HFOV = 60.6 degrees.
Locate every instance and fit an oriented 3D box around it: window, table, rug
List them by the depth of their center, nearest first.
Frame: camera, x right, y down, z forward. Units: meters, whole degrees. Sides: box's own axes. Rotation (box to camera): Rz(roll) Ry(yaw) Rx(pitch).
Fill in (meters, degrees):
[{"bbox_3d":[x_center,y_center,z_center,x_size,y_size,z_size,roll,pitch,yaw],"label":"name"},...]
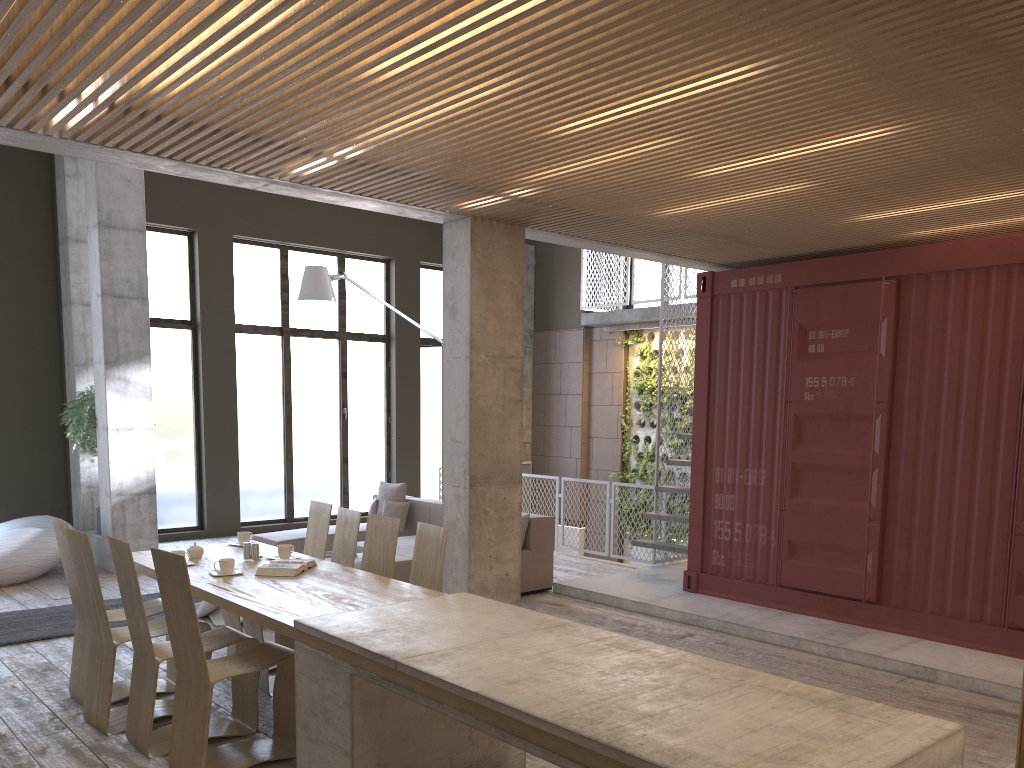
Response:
[{"bbox_3d":[-0.641,1.576,4.464,1.008,0.933,5.160,-2,1,-41],"label":"table"},{"bbox_3d":[-3.579,2.078,8.009,2.909,0.049,1.156,2,-2,-41],"label":"rug"},{"bbox_3d":[2.973,-1.881,11.883,0.109,1.769,3.547,-6,4,-41],"label":"window"},{"bbox_3d":[-4.418,0.000,12.341,9.176,4.224,0.207,1,5,-42],"label":"window"}]

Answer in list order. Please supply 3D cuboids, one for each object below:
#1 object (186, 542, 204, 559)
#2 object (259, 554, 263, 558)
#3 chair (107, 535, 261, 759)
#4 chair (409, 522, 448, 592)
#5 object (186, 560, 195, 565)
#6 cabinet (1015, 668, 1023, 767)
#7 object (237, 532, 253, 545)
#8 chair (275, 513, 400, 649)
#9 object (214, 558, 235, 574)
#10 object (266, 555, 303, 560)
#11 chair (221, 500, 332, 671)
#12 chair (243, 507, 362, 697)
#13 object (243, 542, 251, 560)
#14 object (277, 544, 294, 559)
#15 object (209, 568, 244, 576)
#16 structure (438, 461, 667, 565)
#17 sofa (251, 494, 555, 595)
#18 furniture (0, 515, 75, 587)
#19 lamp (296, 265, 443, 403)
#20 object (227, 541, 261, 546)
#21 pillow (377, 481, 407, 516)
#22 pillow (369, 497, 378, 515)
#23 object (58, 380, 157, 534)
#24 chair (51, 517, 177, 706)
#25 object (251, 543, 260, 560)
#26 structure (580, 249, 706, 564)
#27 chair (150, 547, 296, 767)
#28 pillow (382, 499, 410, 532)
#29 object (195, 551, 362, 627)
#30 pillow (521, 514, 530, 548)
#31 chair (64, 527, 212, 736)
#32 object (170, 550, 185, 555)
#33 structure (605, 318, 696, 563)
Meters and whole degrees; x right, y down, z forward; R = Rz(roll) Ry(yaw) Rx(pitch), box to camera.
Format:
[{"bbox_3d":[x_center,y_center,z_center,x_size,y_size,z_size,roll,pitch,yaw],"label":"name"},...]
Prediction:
[{"bbox_3d":[-2.130,1.119,5.897,0.088,0.113,0.122,4,4,40],"label":"object"},{"bbox_3d":[-1.697,1.156,5.878,0.050,0.019,0.050,0,0,32],"label":"object"},{"bbox_3d":[-1.837,1.437,4.978,0.718,1.211,0.345,-3,7,-41],"label":"chair"},{"bbox_3d":[-0.779,1.456,5.231,0.719,1.211,0.345,-3,7,-36],"label":"chair"},{"bbox_3d":[-2.150,1.158,5.634,0.185,0.014,0.184,2,-2,-38],"label":"object"},{"bbox_3d":[4.350,0.385,3.333,1.509,3.168,3.733,-4,5,-41],"label":"cabinet"},{"bbox_3d":[-1.978,1.140,6.485,0.093,0.089,0.116,1,2,3],"label":"object"},{"bbox_3d":[-1.108,1.462,5.613,0.718,1.211,0.346,-4,8,-44],"label":"chair"},{"bbox_3d":[-1.746,1.116,5.348,0.093,0.089,0.116,2,2,23],"label":"object"},{"bbox_3d":[-1.531,1.172,5.908,0.184,0.014,0.184,0,-2,35],"label":"object"},{"bbox_3d":[-1.715,1.476,6.420,0.719,1.211,0.345,-3,7,-37],"label":"chair"},{"bbox_3d":[-1.429,1.469,6.001,0.719,1.211,0.345,-3,7,-36],"label":"chair"},{"bbox_3d":[-1.757,1.108,5.821,0.052,0.113,0.052,1,6,4],"label":"object"},{"bbox_3d":[-1.530,1.130,5.916,0.093,0.089,0.116,1,2,3],"label":"object"},{"bbox_3d":[-1.747,1.155,5.362,0.185,0.014,0.184,1,-2,-28],"label":"object"},{"bbox_3d":[1.044,1.719,12.494,1.921,0.945,4.405,0,-1,-41],"label":"structure"},{"bbox_3d":[-1.663,1.737,9.257,3.003,0.795,2.982,1,-1,-41],"label":"sofa"},{"bbox_3d":[-5.740,1.876,9.525,1.793,0.821,1.615,1,0,-4],"label":"furniture"},{"bbox_3d":[-1.410,0.461,10.677,0.751,3.470,2.611,6,6,36],"label":"lamp"},{"bbox_3d":[-1.979,1.182,6.476,0.184,0.014,0.184,0,-2,35],"label":"object"},{"bbox_3d":[-1.480,1.458,10.612,0.220,0.564,0.559,-4,5,-39],"label":"pillow"},{"bbox_3d":[-1.698,1.589,10.827,0.151,0.381,0.365,0,3,-8],"label":"pillow"},{"bbox_3d":[-4.825,0.845,10.364,0.999,1.889,0.956,2,5,15],"label":"object"},{"bbox_3d":[-2.529,1.449,5.712,0.718,1.211,0.345,-3,7,-41],"label":"chair"},{"bbox_3d":[-1.700,1.109,5.808,0.052,0.111,0.052,1,5,4],"label":"object"},{"bbox_3d":[1.929,0.128,11.196,3.023,4.372,3.657,-3,5,-41],"label":"structure"},{"bbox_3d":[-1.458,1.433,4.640,0.346,1.211,0.717,7,7,43],"label":"chair"},{"bbox_3d":[-1.389,1.556,10.364,0.376,0.377,0.167,2,6,22],"label":"pillow"},{"bbox_3d":[-2.133,1.835,8.034,1.595,0.509,1.036,1,0,-23],"label":"object"},{"bbox_3d":[0.028,1.492,8.967,0.187,0.371,0.359,-3,5,-36],"label":"pillow"},{"bbox_3d":[-2.232,1.441,5.303,0.346,1.211,0.718,7,8,44],"label":"chair"},{"bbox_3d":[-2.148,1.118,5.620,0.093,0.089,0.116,1,2,13],"label":"object"},{"bbox_3d":[2.375,0.739,12.438,0.999,3.872,2.607,-5,7,-41],"label":"structure"}]
